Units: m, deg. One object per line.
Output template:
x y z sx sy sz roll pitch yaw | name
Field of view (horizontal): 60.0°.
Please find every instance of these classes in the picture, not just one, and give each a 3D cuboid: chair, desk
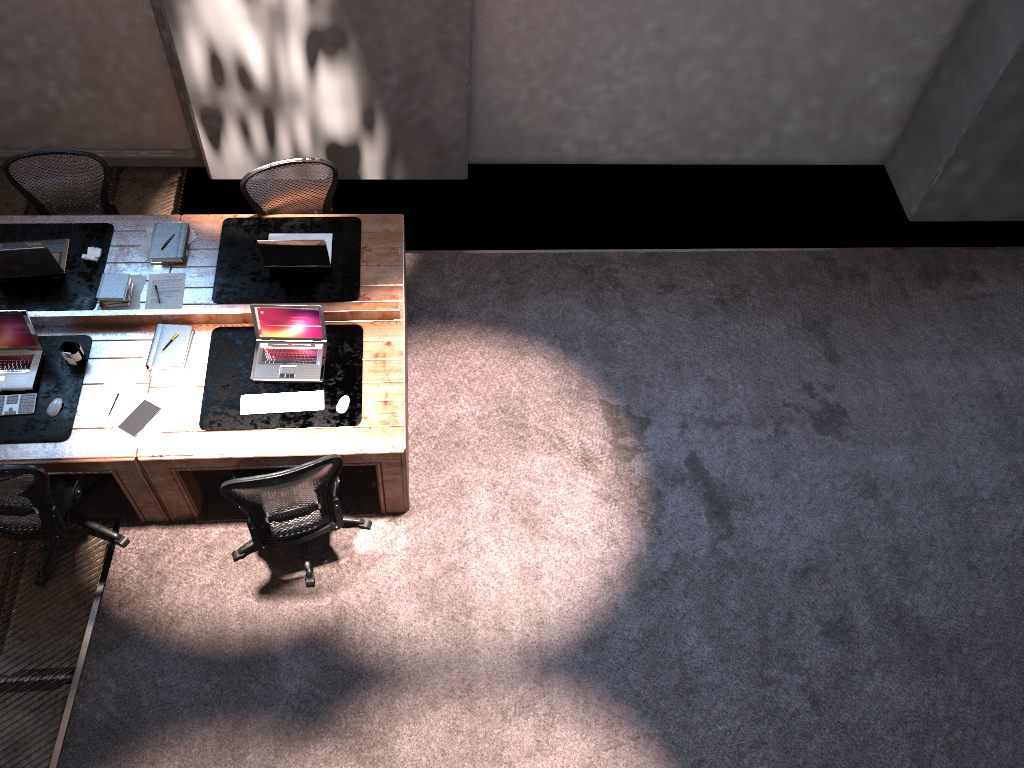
-1.234 0.534 4.747 0.770 1.085 0.792 -29 63 -22 | chair
-2.711 -0.890 5.591 0.770 1.085 0.792 -19 60 -17 | chair
-1.296 -0.858 5.688 0.770 1.085 0.792 -29 63 -22 | chair
-2.695 -0.138 5.229 4.117 0.840 1.748 -1 56 -6 | desk
-2.568 0.487 4.666 0.770 1.085 0.792 -11 57 -12 | chair

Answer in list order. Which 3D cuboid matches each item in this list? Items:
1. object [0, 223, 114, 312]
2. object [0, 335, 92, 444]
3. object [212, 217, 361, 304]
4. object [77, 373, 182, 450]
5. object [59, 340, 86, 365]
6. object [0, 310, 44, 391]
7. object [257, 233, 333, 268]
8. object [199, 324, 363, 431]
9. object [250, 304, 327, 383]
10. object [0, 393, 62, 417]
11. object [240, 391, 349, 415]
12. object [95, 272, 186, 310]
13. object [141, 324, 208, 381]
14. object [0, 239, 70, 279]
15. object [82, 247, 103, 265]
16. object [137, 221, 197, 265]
-2.822 -0.688 5.189 0.848 0.008 0.687 -1 56 -6 | object
-2.729 0.022 4.713 0.848 0.008 0.687 -1 56 -6 | object
-1.345 -0.759 5.362 0.848 0.008 0.687 -1 56 -6 | object
-2.026 0.137 4.685 0.467 0.017 0.304 26 58 13 | object
-2.379 -0.168 4.801 0.099 0.138 0.078 9 56 1 | object
-2.721 -0.171 4.638 0.380 0.288 0.320 -1 56 -6 | object
-1.270 -0.862 5.230 0.380 0.288 0.320 -1 56 -6 | object
-1.252 -0.049 4.886 0.848 0.008 0.687 -1 56 -6 | object
-1.227 -0.220 4.831 0.390 0.283 0.323 1 56 -4 | object
-2.655 0.114 4.637 0.577 0.040 0.139 -2 56 -6 | object
-1.167 0.098 4.773 0.577 0.040 0.139 -1 56 -5 | object
-2.139 -0.546 5.094 0.478 0.098 0.319 -3 56 -7 | object
-1.866 -0.179 4.887 0.325 0.065 0.363 11 56 3 | object
-2.803 -0.790 5.086 0.390 0.283 0.323 -5 56 -8 | object
-2.475 -0.764 5.229 0.082 0.063 0.106 9 56 1 | object
-2.083 -0.873 5.341 0.325 0.065 0.363 7 56 0 | object
